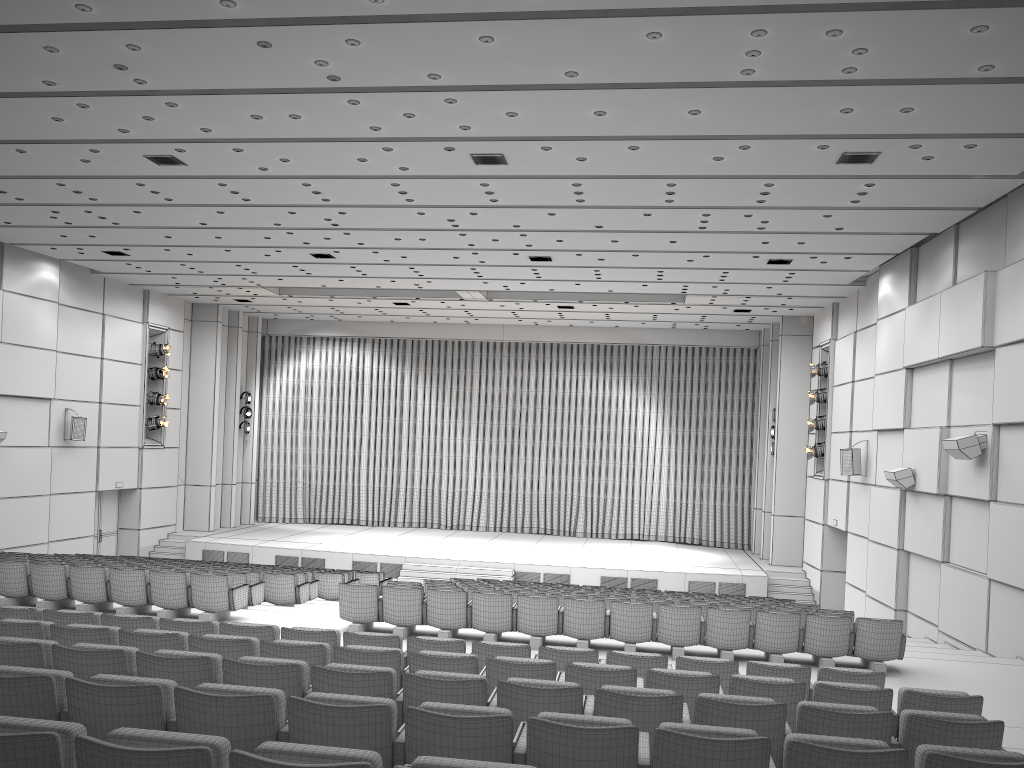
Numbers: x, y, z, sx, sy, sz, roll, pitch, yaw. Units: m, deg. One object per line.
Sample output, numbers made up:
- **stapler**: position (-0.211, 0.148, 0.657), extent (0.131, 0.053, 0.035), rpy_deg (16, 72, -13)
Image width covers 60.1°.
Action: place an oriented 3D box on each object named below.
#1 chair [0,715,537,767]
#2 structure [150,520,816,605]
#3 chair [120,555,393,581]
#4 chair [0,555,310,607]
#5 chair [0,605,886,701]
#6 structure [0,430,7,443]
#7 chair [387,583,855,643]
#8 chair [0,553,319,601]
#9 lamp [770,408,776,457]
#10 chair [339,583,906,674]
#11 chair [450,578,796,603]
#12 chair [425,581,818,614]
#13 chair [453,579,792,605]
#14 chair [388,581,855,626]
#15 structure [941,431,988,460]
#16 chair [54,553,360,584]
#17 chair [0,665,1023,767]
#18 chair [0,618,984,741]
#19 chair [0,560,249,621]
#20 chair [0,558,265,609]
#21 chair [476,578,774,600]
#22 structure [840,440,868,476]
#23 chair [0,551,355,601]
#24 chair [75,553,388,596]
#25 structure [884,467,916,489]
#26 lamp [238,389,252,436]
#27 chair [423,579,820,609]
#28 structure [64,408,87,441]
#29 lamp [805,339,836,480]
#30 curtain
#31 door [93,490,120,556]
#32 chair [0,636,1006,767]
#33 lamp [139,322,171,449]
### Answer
- **chair**: position (-4.178, 1.413, 3.584), extent (13.195, 0.621, 0.613), rpy_deg (2, -2, 8)
- **structure**: position (-0.743, 5.039, 25.387), extent (17.812, 0.845, 8.334), rpy_deg (2, -4, 8)
- **chair**: position (-5.623, 4.193, 19.273), extent (6.048, 0.621, 0.613), rpy_deg (2, -2, 8)
- **chair**: position (-6.423, 3.047, 13.825), extent (6.597, 0.621, 0.613), rpy_deg (2, -2, 8)
- **chair**: position (-3.579, 2.327, 7.942), extent (13.195, 0.621, 0.613), rpy_deg (2, -2, 8)
- **structure**: position (-10.614, 1.030, 17.900), extent (0.470, 0.417, 0.521), rpy_deg (2, -2, 9)
- **chair**: position (1.332, 3.079, 11.603), extent (6.048, 0.621, 0.613), rpy_deg (2, -2, 8)
- **chair**: position (-6.257, 3.276, 14.912), extent (6.048, 0.621, 0.613), rpy_deg (2, -2, 8)
- **lamp**: position (7.224, 1.317, 23.970), extent (0.436, 1.477, 0.385), rpy_deg (2, 0, 4)
- **chair**: position (1.166, 2.849, 10.516), extent (6.598, 0.621, 0.613), rpy_deg (2, -2, 8)
- **chair**: position (2.063, 4.222, 17.054), extent (6.597, 0.621, 0.613), rpy_deg (2, -2, 8)
- **chair**: position (1.631, 3.536, 13.783), extent (6.048, 0.621, 0.613), rpy_deg (2, -2, 8)
- **chair**: position (1.930, 3.994, 15.962), extent (6.048, 0.621, 0.613), rpy_deg (2, -2, 8)
- **chair**: position (1.464, 3.307, 12.696), extent (6.597, 0.621, 0.613), rpy_deg (2, -2, 8)
- **structure**: position (6.600, 0.891, 12.881), extent (0.470, 0.417, 0.521), rpy_deg (2, -2, 4)
- **chair**: position (-5.958, 3.734, 17.092), extent (6.048, 0.621, 0.613), rpy_deg (2, -2, 8)
- **chair**: position (-4.001, 1.642, 4.669), extent (13.745, 0.621, 0.613), rpy_deg (2, -2, 8)
- **chair**: position (-3.702, 2.100, 6.849), extent (13.745, 0.621, 0.613), rpy_deg (2, -2, 8)
- **chair**: position (-6.723, 2.590, 11.646), extent (6.597, 0.621, 0.613), rpy_deg (2, -2, 8)
- **chair**: position (-6.556, 2.819, 12.733), extent (6.048, 0.621, 0.613), rpy_deg (2, -2, 8)
- **chair**: position (2.265, 4.453, 18.143), extent (6.048, 0.621, 0.613), rpy_deg (2, -2, 8)
- **structure**: position (7.032, 1.516, 18.170), extent (0.411, 0.744, 0.408), rpy_deg (3, -1, -34)
- **chair**: position (-6.124, 3.504, 16.005), extent (6.597, 0.621, 0.613), rpy_deg (2, -2, 8)
- **chair**: position (-5.825, 3.962, 18.184), extent (6.597, 0.621, 0.613), rpy_deg (2, -2, 8)
- **structure**: position (6.806, 1.604, 15.407), extent (0.470, 0.417, 0.521), rpy_deg (2, -2, 5)
- **lamp**: position (-8.293, 0.886, 27.400), extent (0.436, 1.477, 0.386), rpy_deg (2, 0, 13)
- **chair**: position (1.764, 3.764, 14.875), extent (6.597, 0.621, 0.613), rpy_deg (2, -2, 8)
- **structure**: position (-10.130, 0.945, 20.533), extent (0.411, 0.744, 0.408), rpy_deg (3, -1, -34)
- **lamp**: position (7.519, 0.635, 21.343), extent (0.755, 3.338, 1.022), rpy_deg (2, 0, 4)
- **curtain**: position (-0.187, 1.581, 28.485), extent (16.124, 6.517, 1.431), rpy_deg (2, 0, 8)
- **door**: position (-10.546, 3.777, 22.626), extent (0.085, 2.176, 1.701), rpy_deg (2, -1, 8)
- **chair**: position (-3.878, 1.870, 5.763), extent (13.195, 0.621, 0.613), rpy_deg (2, -2, 8)
- **lamp**: position (-9.622, 0.069, 23.777), extent (0.745, 3.338, 1.021), rpy_deg (2, 0, 8)
